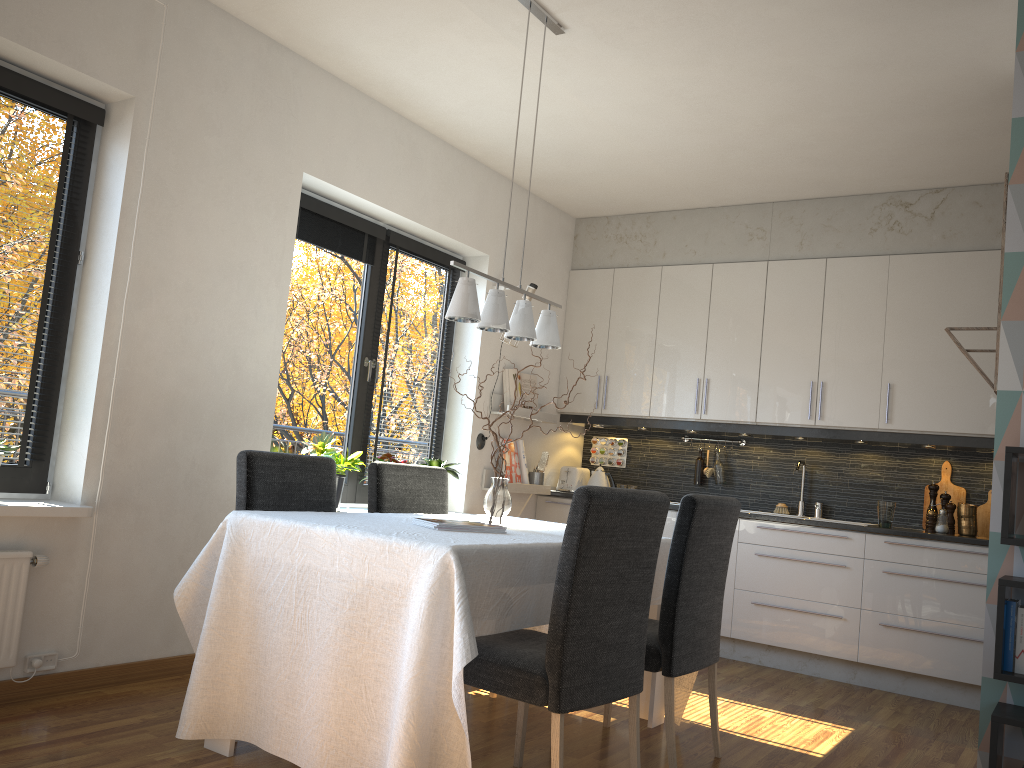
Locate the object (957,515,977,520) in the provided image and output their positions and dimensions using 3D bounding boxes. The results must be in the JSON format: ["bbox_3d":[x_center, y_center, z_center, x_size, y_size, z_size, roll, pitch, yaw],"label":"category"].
[{"bbox_3d":[2.510,0.737,4.893,0.099,0.057,0.101,0,-7,45],"label":"object"}]

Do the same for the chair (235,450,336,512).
[{"bbox_3d":[-0.712,0.750,3.252,0.544,0.959,0.462,2,-6,34],"label":"chair"}]

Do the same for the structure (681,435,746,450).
[{"bbox_3d":[1.342,0.394,5.953,0.443,0.081,0.067,2,-6,33],"label":"structure"}]

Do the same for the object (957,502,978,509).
[{"bbox_3d":[2.512,0.681,4.893,0.100,0.047,0.100,3,-6,29],"label":"object"}]

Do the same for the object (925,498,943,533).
[{"bbox_3d":[2.352,0.730,4.943,0.080,0.192,0.058,4,-5,18],"label":"object"}]

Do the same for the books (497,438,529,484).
[{"bbox_3d":[0.006,0.512,5.634,0.138,0.330,0.283,3,-6,31],"label":"books"}]

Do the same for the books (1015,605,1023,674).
[{"bbox_3d":[1.568,0.782,2.724,0.025,0.194,0.126,3,-6,34],"label":"books"}]

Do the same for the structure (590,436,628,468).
[{"bbox_3d":[0.691,0.488,6.381,0.279,0.209,0.045,2,-6,34],"label":"structure"}]

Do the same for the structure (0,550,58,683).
[{"bbox_3d":[-2.017,0.738,2.632,0.078,0.459,1.459,3,-6,32],"label":"structure"}]

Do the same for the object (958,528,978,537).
[{"bbox_3d":[2.508,0.818,4.881,0.100,0.036,0.100,8,-6,-24],"label":"object"}]

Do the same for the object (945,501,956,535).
[{"bbox_3d":[2.431,0.740,4.922,0.058,0.184,0.058,8,-5,-24],"label":"object"}]

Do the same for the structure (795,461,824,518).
[{"bbox_3d":[1.848,0.654,5.496,0.167,0.347,0.195,3,-5,26],"label":"structure"}]

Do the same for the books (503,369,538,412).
[{"bbox_3d":[0.071,0.069,5.715,0.109,0.299,0.364,2,-6,33],"label":"books"}]

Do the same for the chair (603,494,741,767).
[{"bbox_3d":[0.491,0.872,3.293,0.544,0.959,0.462,2,-6,34],"label":"chair"}]

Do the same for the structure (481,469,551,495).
[{"bbox_3d":[0.039,0.630,5.669,0.147,0.129,0.595,2,-6,33],"label":"structure"}]

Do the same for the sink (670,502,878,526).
[{"bbox_3d":[1.480,0.869,5.444,1.421,0.168,0.475,2,-6,33],"label":"sink"}]

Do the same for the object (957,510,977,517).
[{"bbox_3d":[2.508,0.718,4.891,0.100,0.036,0.100,3,-6,27],"label":"object"}]

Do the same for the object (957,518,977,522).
[{"bbox_3d":[2.509,0.758,4.891,0.099,0.043,0.100,4,-6,21],"label":"object"}]

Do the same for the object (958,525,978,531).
[{"bbox_3d":[2.508,0.796,4.883,0.100,0.048,0.100,10,-7,-38],"label":"object"}]

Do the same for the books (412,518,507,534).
[{"bbox_3d":[-0.183,0.491,3.078,0.278,0.022,0.204,9,-6,-30],"label":"books"}]

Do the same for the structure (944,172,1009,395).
[{"bbox_3d":[1.754,-0.327,3.299,0.185,0.774,0.496,3,-6,34],"label":"structure"}]

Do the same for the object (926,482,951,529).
[{"bbox_3d":[2.411,0.696,5.009,0.123,0.282,0.061,2,-6,34],"label":"object"}]

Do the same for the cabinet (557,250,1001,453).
[{"bbox_3d":[2.231,-0.182,5.221,4.234,1.068,0.458,2,-6,33],"label":"cabinet"}]

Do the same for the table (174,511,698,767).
[{"bbox_3d":[-0.144,0.909,3.295,1.235,0.762,1.859,2,-6,34],"label":"table"}]

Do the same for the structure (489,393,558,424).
[{"bbox_3d":[0.085,0.161,5.708,0.147,0.129,0.595,2,-6,33],"label":"structure"}]

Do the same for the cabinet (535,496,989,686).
[{"bbox_3d":[1.898,1.158,4.804,4.222,0.689,0.040,2,-6,33],"label":"cabinet"}]

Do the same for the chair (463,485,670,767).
[{"bbox_3d":[0.108,0.778,2.708,0.544,0.959,0.462,2,-6,39],"label":"chair"}]

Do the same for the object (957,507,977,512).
[{"bbox_3d":[2.510,0.701,4.893,0.100,0.036,0.100,8,-6,-28],"label":"object"}]

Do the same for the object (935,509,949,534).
[{"bbox_3d":[2.367,0.754,4.878,0.069,0.135,0.069,5,-5,9],"label":"object"}]

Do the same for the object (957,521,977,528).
[{"bbox_3d":[2.508,0.779,4.886,0.099,0.051,0.099,4,-6,20],"label":"object"}]

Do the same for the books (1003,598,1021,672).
[{"bbox_3d":[1.547,0.774,2.743,0.029,0.209,0.127,3,-6,34],"label":"books"}]

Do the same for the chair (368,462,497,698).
[{"bbox_3d":[-0.329,0.843,3.837,0.544,0.959,0.462,2,-6,39],"label":"chair"}]
